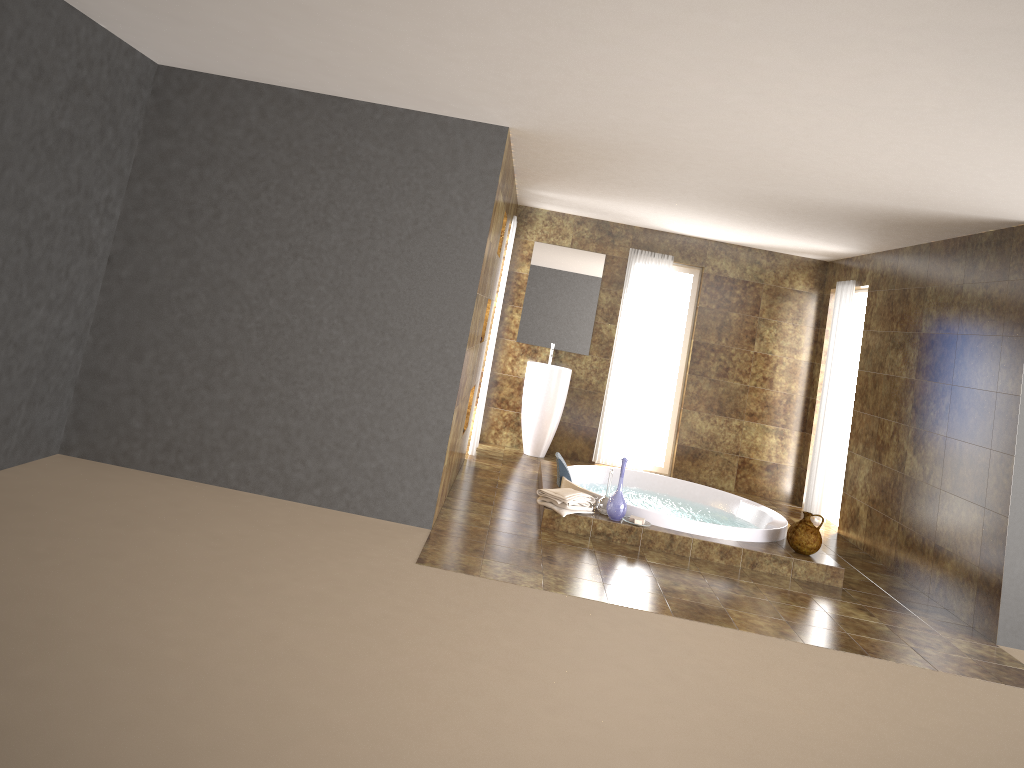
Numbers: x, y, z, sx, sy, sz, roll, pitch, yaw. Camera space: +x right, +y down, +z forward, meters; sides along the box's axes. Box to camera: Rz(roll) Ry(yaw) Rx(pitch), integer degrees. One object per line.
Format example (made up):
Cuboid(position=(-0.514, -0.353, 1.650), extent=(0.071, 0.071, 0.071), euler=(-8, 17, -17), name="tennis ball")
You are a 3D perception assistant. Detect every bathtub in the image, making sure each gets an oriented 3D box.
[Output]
Cuboid(position=(1.207, 0.996, 6.690), extent=(1.780, 0.530, 1.706), euler=(13, 4, 32), name="bathtub")

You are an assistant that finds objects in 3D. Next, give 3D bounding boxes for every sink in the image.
Cuboid(position=(0.323, 0.155, 8.765), extent=(0.460, 1.154, 0.426), euler=(10, -7, 4), name="sink")

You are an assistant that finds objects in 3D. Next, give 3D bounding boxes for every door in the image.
Cuboid(position=(3.636, 0.273, 8.417), extent=(0.972, 2.261, 0.038), euler=(6, -9, 35), name="door")

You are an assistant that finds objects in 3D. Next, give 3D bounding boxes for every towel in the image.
Cuboid(position=(0.362, 0.790, 5.888), extent=(0.313, 0.152, 0.345), euler=(9, 3, -44), name="towel")

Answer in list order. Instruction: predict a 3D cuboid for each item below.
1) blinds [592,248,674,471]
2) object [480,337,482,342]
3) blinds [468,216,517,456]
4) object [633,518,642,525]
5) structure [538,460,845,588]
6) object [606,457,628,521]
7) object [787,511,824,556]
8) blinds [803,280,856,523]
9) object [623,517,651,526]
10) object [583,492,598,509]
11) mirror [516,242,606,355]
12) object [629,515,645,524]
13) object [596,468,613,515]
Cuboid(position=(1.281, -0.279, 8.997), extent=(0.520, 2.299, 0.065), euler=(10, -8, 2), name="blinds")
Cuboid(position=(-0.307, -0.497, 7.074), extent=(0.175, 0.289, 0.109), euler=(10, -6, 2), name="object")
Cuboid(position=(-0.161, -0.493, 8.324), extent=(0.068, 2.311, 0.585), euler=(10, -7, 0), name="blinds")
Cuboid(position=(0.836, 0.916, 5.757), extent=(0.053, 0.035, 0.072), euler=(11, 2, 2), name="object")
Cuboid(position=(1.207, 1.004, 6.691), extent=(2.007, 0.126, 1.986), euler=(11, 5, 2), name="structure")
Cuboid(position=(0.729, 0.705, 5.844), extent=(0.137, 0.426, 0.132), euler=(9, -7, 9), name="object")
Cuboid(position=(2.000, 1.016, 5.899), extent=(0.225, 0.279, 0.231), euler=(12, -3, -27), name="object")
Cuboid(position=(3.036, 0.120, 8.269), extent=(0.069, 2.312, 0.472), euler=(10, -8, 0), name="blinds")
Cuboid(position=(0.838, 0.932, 5.813), extent=(0.188, 0.019, 0.190), euler=(10, 4, -10), name="object")
Cuboid(position=(0.516, 0.819, 6.084), extent=(0.167, 0.076, 0.170), euler=(10, 2, -17), name="object")
Cuboid(position=(0.521, -0.910, 9.138), extent=(0.769, 1.108, 0.008), euler=(10, -8, 3), name="mirror")
Cuboid(position=(0.845, 0.916, 5.826), extent=(0.102, 0.033, 0.060), euler=(12, 2, 17), name="object")
Cuboid(position=(0.667, 0.739, 5.975), extent=(0.131, 0.313, 0.126), euler=(9, -6, 9), name="object")
